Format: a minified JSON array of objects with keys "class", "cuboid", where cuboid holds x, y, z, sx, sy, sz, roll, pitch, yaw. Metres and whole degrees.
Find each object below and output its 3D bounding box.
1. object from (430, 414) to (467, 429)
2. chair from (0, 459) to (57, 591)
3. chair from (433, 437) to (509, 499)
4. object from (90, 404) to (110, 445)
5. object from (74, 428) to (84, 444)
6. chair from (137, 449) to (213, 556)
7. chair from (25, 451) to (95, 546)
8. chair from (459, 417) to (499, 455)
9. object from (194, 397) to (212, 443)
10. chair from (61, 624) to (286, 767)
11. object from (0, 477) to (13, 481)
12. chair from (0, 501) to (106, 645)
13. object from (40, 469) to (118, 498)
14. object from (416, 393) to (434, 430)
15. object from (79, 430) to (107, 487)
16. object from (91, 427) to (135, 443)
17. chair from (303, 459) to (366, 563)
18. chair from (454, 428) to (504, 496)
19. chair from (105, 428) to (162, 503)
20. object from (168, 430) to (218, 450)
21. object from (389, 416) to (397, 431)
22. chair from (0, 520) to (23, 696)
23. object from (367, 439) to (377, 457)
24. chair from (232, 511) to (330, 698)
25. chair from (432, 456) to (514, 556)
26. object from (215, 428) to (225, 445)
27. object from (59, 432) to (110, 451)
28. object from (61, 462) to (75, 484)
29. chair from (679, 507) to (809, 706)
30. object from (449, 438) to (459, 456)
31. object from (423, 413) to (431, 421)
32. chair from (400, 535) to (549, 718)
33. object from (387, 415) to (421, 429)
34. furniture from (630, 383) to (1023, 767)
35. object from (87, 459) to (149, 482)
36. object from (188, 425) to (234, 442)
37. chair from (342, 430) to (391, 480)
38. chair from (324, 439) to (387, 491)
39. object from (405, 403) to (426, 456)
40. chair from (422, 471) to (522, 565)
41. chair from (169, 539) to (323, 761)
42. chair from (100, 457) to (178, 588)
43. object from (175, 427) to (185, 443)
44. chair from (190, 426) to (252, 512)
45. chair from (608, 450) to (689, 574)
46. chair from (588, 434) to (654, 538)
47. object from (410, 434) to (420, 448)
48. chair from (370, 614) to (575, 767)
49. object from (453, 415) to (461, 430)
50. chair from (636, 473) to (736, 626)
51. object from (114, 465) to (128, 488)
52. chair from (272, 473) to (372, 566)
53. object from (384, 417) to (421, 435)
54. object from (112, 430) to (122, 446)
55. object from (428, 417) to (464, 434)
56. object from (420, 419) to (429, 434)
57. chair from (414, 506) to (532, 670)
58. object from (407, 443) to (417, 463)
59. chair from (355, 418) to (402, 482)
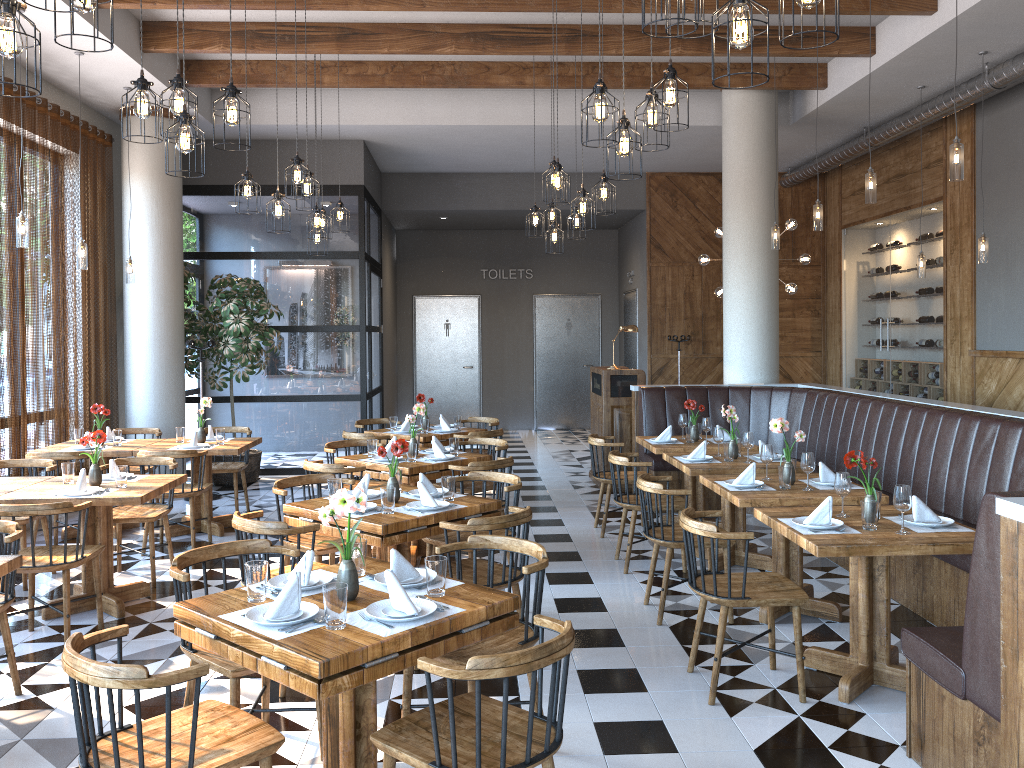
[{"class":"object","cuboid":[-0.662,0.366,8.821,0.352,0.137,0.272,2,4,42]},{"class":"chair","cuboid":[-3.467,0.962,6.141,0.519,0.817,0.550,-1,1,-3]},{"class":"chair","cuboid":[-0.312,0.875,7.214,0.519,0.817,0.550,1,2,42]},{"class":"object","cuboid":[-3.561,0.346,7.667,0.156,0.355,0.171,-1,1,-27]},{"class":"object","cuboid":[-3.776,0.457,7.728,0.080,0.132,0.080,0,1,12]},{"class":"chair","cuboid":[-2.665,0.906,7.031,0.519,0.817,0.550,-1,1,-3]},{"class":"chair","cuboid":[-3.508,0.916,6.990,0.519,0.817,0.550,-1,1,-3]},{"class":"chair","cuboid":[-0.413,0.771,9.125,0.519,0.817,0.550,1,2,42]},{"class":"object","cuboid":[-2.671,0.315,7.683,0.146,0.400,0.207,-1,1,-10]},{"class":"chair","cuboid":[-1.004,1.135,2.605,0.519,0.817,0.550,1,2,42]},{"class":"object","cuboid":[-3.478,0.561,5.740,0.352,0.137,0.272,-1,3,-3]},{"class":"chair","cuboid":[-2.562,1.024,4.877,0.519,0.817,0.550,-1,1,-3]},{"class":"object","cuboid":[-2.559,0.579,5.250,0.352,0.137,0.272,-1,3,-3]},{"class":"object","cuboid":[-0.860,0.268,8.649,0.171,0.355,0.156,1,2,44]},{"class":"object","cuboid":[-2.580,0.459,5.461,0.156,0.355,0.171,-1,1,-24]},{"class":"object","cuboid":[-3.582,0.443,7.899,0.352,0.137,0.272,-1,3,-3]},{"class":"chair","cuboid":[-1.179,0.935,6.260,0.519,0.817,0.550,1,2,42]},{"class":"chair","cuboid":[-0.359,0.821,8.193,0.550,0.817,0.520,1,2,42]},{"class":"chair","cuboid":[-3.570,0.845,8.294,0.519,0.817,0.550,-1,1,-3]},{"class":"object","cuboid":[-2.663,0.461,7.409,0.352,0.137,0.272,-1,3,-3]},{"class":"object","cuboid":[-1.151,0.385,8.602,0.080,0.132,0.080,-1,2,-28]},{"class":"chair","cuboid":[-2.519,1.073,3.982,0.519,0.817,0.550,-1,1,-3]},{"class":"object","cuboid":[-1.061,0.487,6.721,0.080,0.132,0.080,0,1,12]},{"class":"chair","cuboid":[-1.091,1.036,4.403,0.519,0.817,0.550,1,2,42]},{"class":"chair","cuboid":[-0.269,0.924,6.304,0.550,0.817,0.520,1,2,42]},{"class":"object","cuboid":[-2.504,0.452,7.609,0.080,0.132,0.080,-1,1,-18]},{"class":"object","cuboid":[-3.550,0.472,7.367,0.352,0.137,0.272,-1,3,-3]},{"class":"object","cuboid":[-2.805,0.565,5.601,0.080,0.132,0.080,-1,1,-18]},{"class":"chair","cuboid":[1.080,1.028,4.204,0.550,0.817,0.520,-1,1,-3]},{"class":"object","cuboid":[-0.442,0.479,6.763,0.080,0.132,0.080,0,1,12]},{"class":"object","cuboid":[-0.860,0.364,8.925,0.080,0.132,0.080,0,1,22]},{"class":"chair","cuboid":[-0.137,1.074,3.559,0.519,0.817,0.550,1,2,42]},{"class":"object","cuboid":[-1.040,0.370,8.800,0.272,0.137,0.352,2,4,42]},{"class":"furniture","cuboid":[2.342,0.754,5.934,1.917,1.149,6.595,-1,3,-3]},{"class":"object","cuboid":[-2.591,0.550,5.782,0.352,0.137,0.272,-1,3,-3]},{"class":"object","cuboid":[-2.694,0.432,7.941,0.352,0.137,0.272,-1,3,-3]},{"class":"chair","cuboid":[-1.270,0.832,8.149,0.519,0.817,0.550,1,2,42]},{"class":"chair","cuboid":[-1.223,0.885,7.171,0.550,0.817,0.520,1,2,42]},{"class":"object","cuboid":[-0.727,0.350,6.730,0.146,0.400,0.207,0,1,9]},{"class":"chair","cuboid":[-0.223,0.976,5.357,0.519,0.817,0.550,1,2,42]},{"class":"chair","cuboid":[-1.048,1.085,3.516,0.550,0.817,0.520,1,2,42]},{"class":"chair","cuboid":[-2.624,0.953,6.181,0.519,0.817,0.550,-1,1,-3]},{"class":"object","cuboid":[-2.909,0.446,7.769,0.080,0.132,0.080,-1,1,-18]},{"class":"chair","cuboid":[-2.728,0.835,8.334,0.519,0.817,0.550,-1,1,-3]},{"class":"chair","cuboid":[0.975,0.908,6.405,0.550,0.817,0.520,-1,1,-3]},{"class":"chair","cuboid":[0.922,0.847,7.506,0.550,0.817,0.520,-1,1,-3]},{"class":"object","cuboid":[-0.769,0.467,7.044,0.080,0.132,0.080,0,1,12]},{"class":"chair","cuboid":[-0.094,1.124,2.649,0.550,0.817,0.520,1,2,42]},{"class":"object","cuboid":[-0.532,0.377,8.644,0.080,0.132,0.080,0,1,22]},{"class":"chair","cuboid":[1.028,0.968,5.304,0.550,0.817,0.520,-1,1,-3]},{"class":"object","cuboid":[-2.400,0.570,5.441,0.080,0.132,0.080,-1,1,-18]},{"class":"chair","cuboid":[-1.134,0.987,5.314,0.550,0.817,0.520,1,2,42]},{"class":"object","cuboid":[-1.016,0.391,8.423,0.352,0.137,0.272,2,4,42]},{"class":"object","cuboid":[-3.372,0.462,7.567,0.080,0.132,0.080,0,1,12]},{"class":"object","cuboid":[-0.638,0.386,8.444,0.272,0.137,0.352,2,4,42]},{"class":"object","cuboid":[-0.819,0.398,8.310,0.080,0.132,0.080,0,1,12]},{"class":"chair","cuboid":[-0.180,1.026,4.446,0.550,0.817,0.520,1,2,42]},{"class":"object","cuboid":[-0.729,0.500,6.429,0.080,0.132,0.080,0,1,12]},{"class":"chair","cuboid":[-1.313,0.782,9.060,0.550,0.817,0.520,1,2,42]}]
